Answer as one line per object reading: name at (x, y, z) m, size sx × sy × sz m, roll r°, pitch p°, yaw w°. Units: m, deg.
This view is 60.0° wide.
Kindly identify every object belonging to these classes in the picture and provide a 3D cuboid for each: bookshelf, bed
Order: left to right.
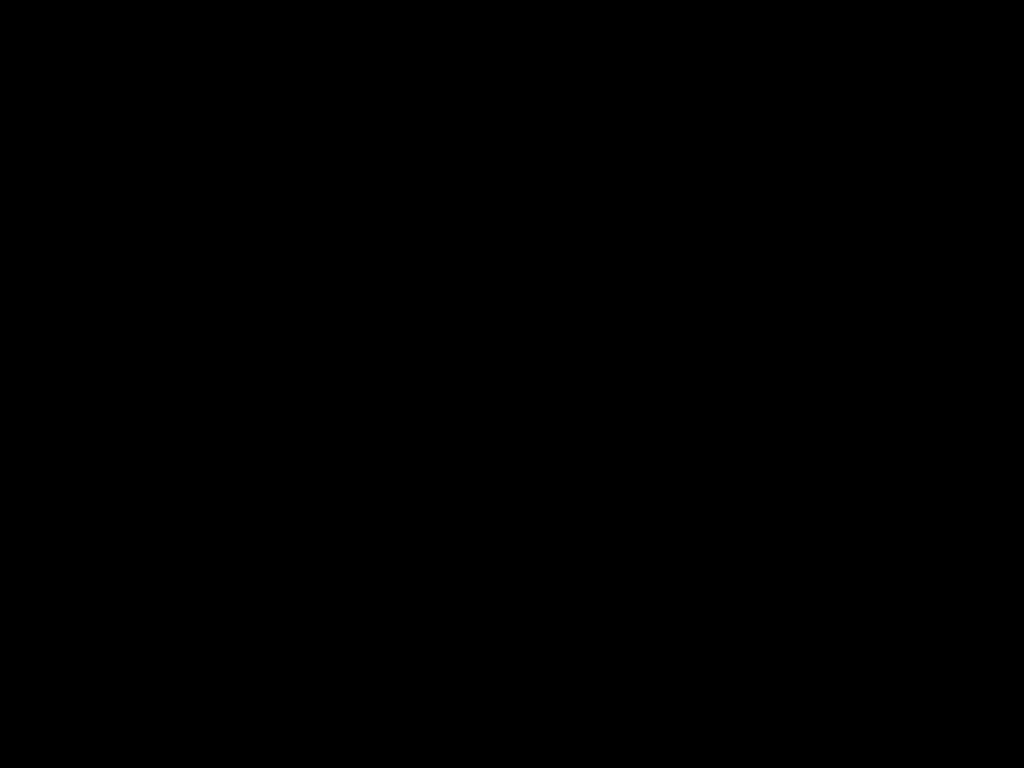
bookshelf at (-1.183, 0.099, 2.865) m, size 1.495 × 0.303 × 0.643 m, roll 3°, pitch -2°, yaw -25°
bed at (-0.411, -0.283, 1.219) m, size 2.087 × 0.994 × 3.009 m, roll 3°, pitch -2°, yaw -25°

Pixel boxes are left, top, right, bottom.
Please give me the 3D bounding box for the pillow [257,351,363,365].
pillow at (-0.781, -0.156, 2.781) m, size 0.470 × 0.241 × 0.498 m, roll 0°, pitch -2°, yaw 30°
